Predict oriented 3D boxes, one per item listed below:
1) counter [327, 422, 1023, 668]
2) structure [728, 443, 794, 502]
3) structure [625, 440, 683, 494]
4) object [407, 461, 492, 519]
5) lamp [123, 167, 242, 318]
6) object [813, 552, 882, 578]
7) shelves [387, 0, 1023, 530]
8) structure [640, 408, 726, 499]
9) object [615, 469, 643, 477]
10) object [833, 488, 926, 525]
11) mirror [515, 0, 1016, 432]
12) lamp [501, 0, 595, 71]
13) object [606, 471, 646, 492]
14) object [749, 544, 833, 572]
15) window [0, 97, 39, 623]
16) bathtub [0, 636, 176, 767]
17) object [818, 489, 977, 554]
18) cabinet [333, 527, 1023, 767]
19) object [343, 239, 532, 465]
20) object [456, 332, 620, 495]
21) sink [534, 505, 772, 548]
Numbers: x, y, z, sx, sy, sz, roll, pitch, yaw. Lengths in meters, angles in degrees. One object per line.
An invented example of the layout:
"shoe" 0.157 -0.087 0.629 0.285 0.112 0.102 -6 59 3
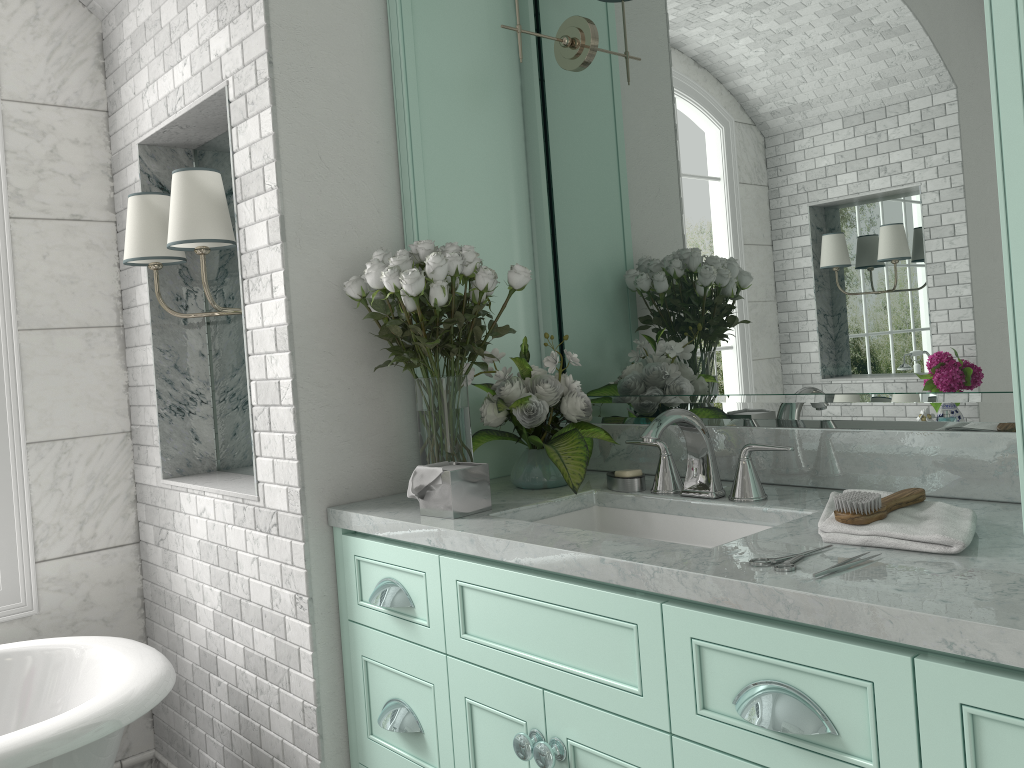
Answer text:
"counter" 0.764 0.204 1.421 0.825 0.181 2.803 -6 3 -41
"structure" 0.537 0.186 1.898 0.157 0.121 0.083 -3 1 33
"structure" 0.332 0.193 2.103 0.157 0.121 0.083 -3 1 33
"object" -0.149 0.237 2.013 0.136 0.113 0.147 -3 2 44
"lamp" -0.928 -0.395 2.620 0.309 0.383 0.547 -5 2 -41
"object" 0.500 0.269 1.327 0.167 0.005 0.020 -6 3 -37
"shelves" 0.775 -0.818 1.491 0.465 2.123 2.805 -4 1 -41
"structure" 0.379 0.154 1.938 0.103 0.205 0.235 -4 1 38
"object" 0.283 0.217 2.151 0.052 0.022 0.077 -5 2 -20
"object" 0.650 0.203 1.542 0.228 0.044 0.068 -6 2 -32
"mirror" 0.505 -0.864 2.097 0.015 1.933 1.434 -4 1 -41
"lamp" 0.051 -1.095 2.376 0.309 0.488 0.183 -5 1 -42
"object" 0.279 0.238 2.169 0.080 0.035 0.133 -5 2 -23
"object" 0.441 0.272 1.406 0.075 0.007 0.176 -2 3 41
"window" -2.335 -0.342 2.295 1.834 2.323 0.118 -5 0 -41
"bathtub" -1.766 1.186 1.766 2.169 0.758 0.940 -6 2 -41
"object" 0.649 0.233 1.521 0.239 0.056 0.316 -6 3 -45
"cabinet" 0.797 0.839 1.407 0.864 1.098 2.794 -5 2 -41
"object" -0.177 -0.031 2.190 0.392 0.653 0.355 -5 1 -30
"object" 0.071 0.070 2.311 0.395 0.402 0.452 -5 2 -39
"sink" 0.276 0.340 1.849 0.347 0.079 0.601 -6 3 -41
